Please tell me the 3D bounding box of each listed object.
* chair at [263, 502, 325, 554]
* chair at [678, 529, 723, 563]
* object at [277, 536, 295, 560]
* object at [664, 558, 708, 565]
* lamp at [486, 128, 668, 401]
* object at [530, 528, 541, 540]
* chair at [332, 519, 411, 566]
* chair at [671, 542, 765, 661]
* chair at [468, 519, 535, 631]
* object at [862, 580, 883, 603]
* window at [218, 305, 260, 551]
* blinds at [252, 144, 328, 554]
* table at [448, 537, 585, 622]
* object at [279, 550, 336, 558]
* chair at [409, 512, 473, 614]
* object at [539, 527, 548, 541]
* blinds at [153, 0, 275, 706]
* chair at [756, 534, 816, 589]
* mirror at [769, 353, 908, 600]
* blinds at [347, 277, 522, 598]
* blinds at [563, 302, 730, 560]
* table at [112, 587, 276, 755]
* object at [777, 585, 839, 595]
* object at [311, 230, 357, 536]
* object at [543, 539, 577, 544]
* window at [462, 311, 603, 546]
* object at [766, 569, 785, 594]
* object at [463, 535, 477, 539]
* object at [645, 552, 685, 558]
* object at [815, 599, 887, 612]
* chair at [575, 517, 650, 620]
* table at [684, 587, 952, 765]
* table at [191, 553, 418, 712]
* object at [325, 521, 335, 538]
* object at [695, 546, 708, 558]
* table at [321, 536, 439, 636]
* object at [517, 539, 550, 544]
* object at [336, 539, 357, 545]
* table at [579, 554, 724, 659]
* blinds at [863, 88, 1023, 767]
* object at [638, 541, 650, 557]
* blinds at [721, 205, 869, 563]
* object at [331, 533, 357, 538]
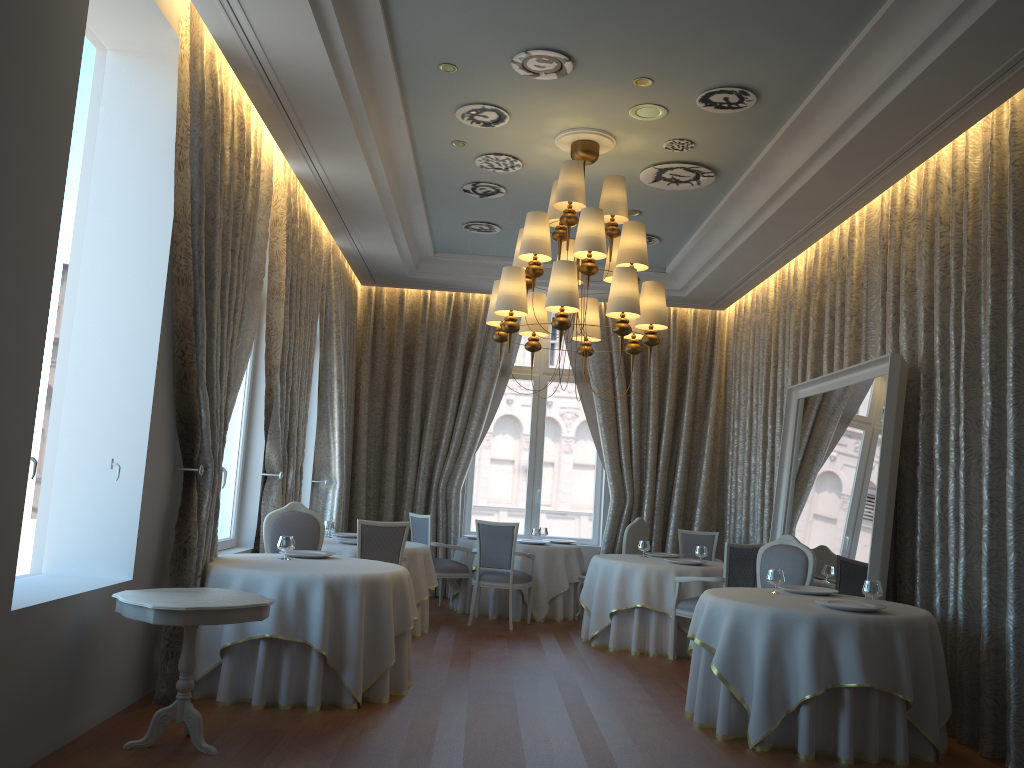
[{"bbox_3d":[-1.714,1.575,7.101,0.563,1.233,0.690,7,-8,-26],"label":"chair"},{"bbox_3d":[2.088,2.247,10.172,0.650,1.108,0.629,1,-7,18],"label":"chair"},{"bbox_3d":[-1.639,1.188,6.431,0.128,0.165,0.128,6,-7,-19],"label":"object"},{"bbox_3d":[1.692,1.733,8.637,0.419,0.036,0.419,4,-7,-3],"label":"object"},{"bbox_3d":[0.535,-0.953,7.138,1.373,2.121,1.373,-1,-8,36],"label":"lamp"},{"bbox_3d":[0.286,1.825,10.689,0.128,0.165,0.128,4,-7,-1],"label":"object"},{"bbox_3d":[-1.273,1.752,7.864,0.650,1.108,0.629,7,-8,-26],"label":"chair"},{"bbox_3d":[1.881,1.975,8.027,0.650,1.108,0.629,8,-8,-31],"label":"chair"},{"bbox_3d":[-0.129,2.034,9.587,0.650,1.108,0.629,2,-7,14],"label":"chair"},{"bbox_3d":[2.351,1.366,5.782,0.128,0.165,0.128,4,-7,-1],"label":"object"},{"bbox_3d":[-2.344,-0.255,7.358,0.259,3.306,1.882,4,-7,-2],"label":"window"},{"bbox_3d":[-2.099,-0.056,8.599,0.335,4.969,2.257,4,-7,-1],"label":"blinds"},{"bbox_3d":[0.080,2.350,10.735,1.667,0.890,1.663,2,-7,17],"label":"table"},{"bbox_3d":[-1.553,1.295,6.735,0.419,0.036,0.419,4,-7,-3],"label":"object"},{"bbox_3d":[-0.859,2.073,10.299,0.629,1.108,0.650,9,-9,-36],"label":"chair"},{"bbox_3d":[0.390,1.883,11.114,0.128,0.165,0.128,4,-7,-1],"label":"object"},{"bbox_3d":[-2.040,-0.347,6.157,0.315,4.930,2.204,4,-7,-1],"label":"blinds"},{"bbox_3d":[1.947,1.780,6.854,0.690,1.233,0.563,10,-9,-41],"label":"chair"},{"bbox_3d":[2.647,1.171,7.510,0.385,2.564,2.251,4,-7,-1],"label":"mirror"},{"bbox_3d":[-1.106,0.399,11.840,2.535,4.901,0.386,4,-7,-1],"label":"blinds"},{"bbox_3d":[1.763,0.592,11.910,2.476,4.901,0.386,4,-7,-1],"label":"blinds"},{"bbox_3d":[-1.727,1.540,4.719,0.760,0.801,0.761,-2,-9,38],"label":"table"},{"bbox_3d":[2.135,1.491,6.402,0.419,0.036,0.419,4,-7,-3],"label":"object"},{"bbox_3d":[-2.114,0.251,10.766,0.386,4.901,2.121,4,-7,-1],"label":"object"},{"bbox_3d":[0.583,1.927,10.843,0.419,0.036,0.419,4,-7,-3],"label":"object"},{"bbox_3d":[0.361,0.513,12.290,1.881,3.306,0.196,4,-7,-1],"label":"window"},{"bbox_3d":[1.854,1.388,6.235,0.128,0.165,0.128,0,-8,28],"label":"object"},{"bbox_3d":[-0.378,1.840,10.633,0.419,0.036,0.419,4,-7,-3],"label":"object"},{"bbox_3d":[1.626,1.826,9.449,0.419,0.036,0.419,4,-7,-3],"label":"object"},{"bbox_3d":[2.113,1.385,5.536,0.419,0.036,0.419,4,-7,-3],"label":"object"},{"bbox_3d":[1.183,2.150,10.326,0.690,1.233,0.563,-2,-9,38],"label":"chair"},{"bbox_3d":[2.013,1.894,5.925,1.663,0.890,1.667,5,-7,-13],"label":"table"},{"bbox_3d":[-1.500,1.711,6.276,1.663,0.890,1.667,5,-7,-13],"label":"table"},{"bbox_3d":[-1.891,1.500,9.154,0.128,0.165,0.128,4,-7,-1],"label":"object"},{"bbox_3d":[1.901,1.714,8.906,0.128,0.165,0.128,4,-7,-1],"label":"object"},{"bbox_3d":[-1.582,2.021,8.895,1.667,0.890,1.663,5,-7,-8],"label":"table"},{"bbox_3d":[0.240,1.847,10.360,0.419,0.036,0.419,4,-7,-3],"label":"object"},{"bbox_3d":[-1.474,1.512,8.492,0.419,0.036,0.419,4,-7,-3],"label":"object"},{"bbox_3d":[1.532,2.229,8.958,1.663,0.890,1.667,2,-7,12],"label":"table"},{"bbox_3d":[3.102,-0.113,5.492,0.238,4.819,4.439,4,-7,-1],"label":"blinds"},{"bbox_3d":[1.383,1.725,9.279,0.128,0.165,0.128,4,-7,-1],"label":"object"},{"bbox_3d":[2.955,0.400,9.831,0.238,4.819,4.439,4,-7,-1],"label":"blinds"},{"bbox_3d":[-1.708,1.605,9.390,0.419,0.036,0.419,4,-7,-3],"label":"object"}]
